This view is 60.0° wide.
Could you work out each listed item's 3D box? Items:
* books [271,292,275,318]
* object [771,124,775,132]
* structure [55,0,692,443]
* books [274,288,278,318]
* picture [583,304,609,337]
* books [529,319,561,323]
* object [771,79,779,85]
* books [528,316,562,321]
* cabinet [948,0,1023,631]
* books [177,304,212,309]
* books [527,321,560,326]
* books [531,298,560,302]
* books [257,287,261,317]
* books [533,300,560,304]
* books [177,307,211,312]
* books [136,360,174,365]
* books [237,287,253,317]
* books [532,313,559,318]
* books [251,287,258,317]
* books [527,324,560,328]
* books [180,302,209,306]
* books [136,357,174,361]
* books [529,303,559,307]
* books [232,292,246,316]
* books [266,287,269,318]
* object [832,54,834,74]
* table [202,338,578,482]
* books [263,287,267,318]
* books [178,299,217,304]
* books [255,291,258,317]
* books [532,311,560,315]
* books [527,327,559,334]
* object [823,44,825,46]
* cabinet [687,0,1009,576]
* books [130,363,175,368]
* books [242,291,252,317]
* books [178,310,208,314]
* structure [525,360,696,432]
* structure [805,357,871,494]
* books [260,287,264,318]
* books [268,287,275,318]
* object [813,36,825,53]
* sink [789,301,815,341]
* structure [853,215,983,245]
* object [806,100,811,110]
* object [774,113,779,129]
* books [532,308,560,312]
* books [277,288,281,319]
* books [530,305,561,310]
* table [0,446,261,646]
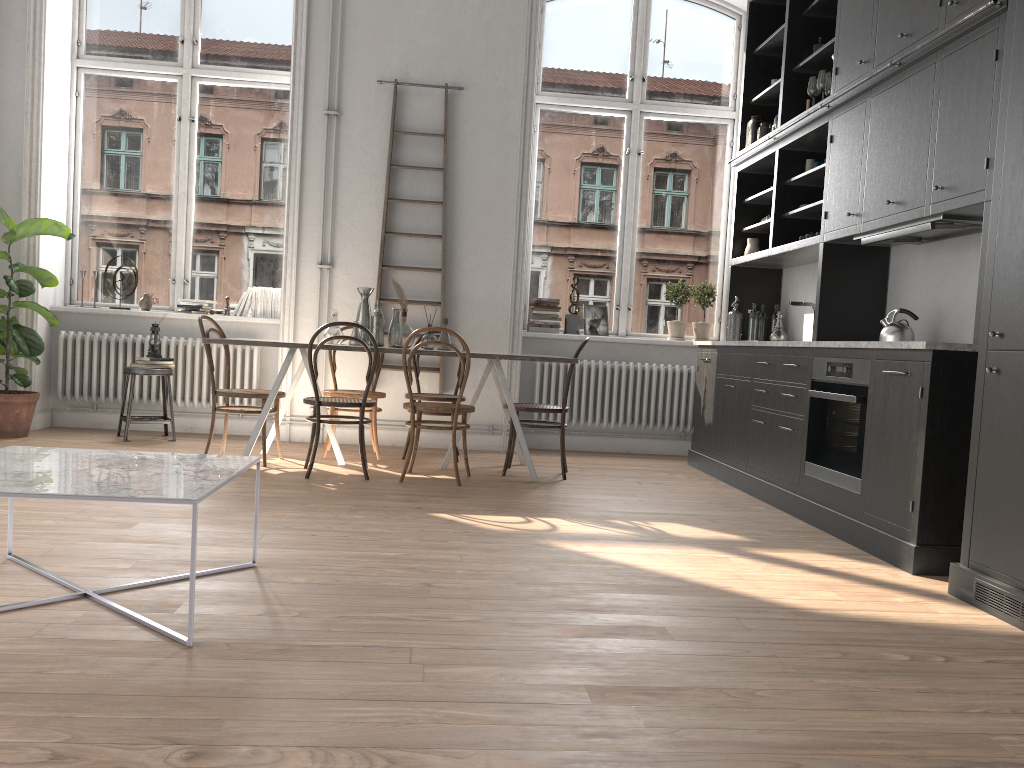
[{"bbox_3d":[-1.909,-0.630,7.136,0.020,0.205,0.155,3,3,-5],"label":"books"},{"bbox_3d":[1.893,-1.789,6.307,0.096,0.150,0.096,2,3,-17],"label":"object"},{"bbox_3d":[-0.823,-1.751,6.921,5.182,4.476,0.340,3,3,-5],"label":"structure"},{"bbox_3d":[-1.887,-0.648,7.158,0.024,0.243,0.175,3,3,-5],"label":"books"},{"bbox_3d":[0.685,-0.526,7.402,0.221,0.264,0.148,2,3,-22],"label":"picture"},{"bbox_3d":[0.269,-0.518,7.323,0.255,0.014,0.192,3,3,-2],"label":"books"},{"bbox_3d":[1.938,-2.167,6.537,0.059,0.135,0.082,4,3,23],"label":"object"},{"bbox_3d":[0.268,-0.539,7.323,0.245,0.028,0.193,3,3,-10],"label":"books"},{"bbox_3d":[2.075,-0.342,2.608,0.633,2.372,1.400,3,3,-5],"label":"cabinet"},{"bbox_3d":[-2.529,-0.614,7.067,0.221,0.023,0.147,4,3,11],"label":"books"},{"bbox_3d":[0.259,-0.499,7.308,0.249,0.023,0.175,3,3,-5],"label":"books"},{"bbox_3d":[0.276,-0.694,7.320,0.201,0.024,0.159,3,3,-15],"label":"books"},{"bbox_3d":[-2.013,-0.653,7.116,0.024,0.243,0.175,3,3,-5],"label":"books"},{"bbox_3d":[0.281,-0.672,7.312,0.205,0.020,0.155,3,3,-5],"label":"books"},{"bbox_3d":[-2.533,-0.593,7.069,0.205,0.022,0.155,4,3,15],"label":"books"},{"bbox_3d":[-2.633,-0.159,6.535,0.232,0.029,0.162,2,3,-34],"label":"books"},{"bbox_3d":[-2.134,-0.657,7.114,0.100,0.235,0.174,3,3,-5],"label":"books"},{"bbox_3d":[0.275,-0.563,7.317,0.205,0.022,0.155,4,3,9],"label":"books"},{"bbox_3d":[-2.064,-0.658,7.142,0.024,0.243,0.175,3,3,-5],"label":"books"},{"bbox_3d":[0.257,-0.476,7.309,0.249,0.023,0.175,3,3,-10],"label":"books"},{"bbox_3d":[-2.525,-0.634,7.054,0.205,0.020,0.155,3,3,-15],"label":"books"},{"bbox_3d":[-2.630,-0.182,6.535,0.147,0.027,0.221,5,3,27],"label":"books"},{"bbox_3d":[0.266,-0.651,7.312,0.231,0.023,0.162,4,3,10],"label":"books"},{"bbox_3d":[-2.175,-0.640,7.116,0.105,0.194,0.155,3,3,-6],"label":"books"},{"bbox_3d":[-1.953,-0.652,7.152,0.024,0.243,0.175,3,3,-5],"label":"books"},{"bbox_3d":[1.915,-1.797,5.202,0.094,0.267,0.116,5,4,37],"label":"object"},{"bbox_3d":[-0.764,0.153,5.789,2.200,0.780,1.099,3,3,-5],"label":"table"},{"bbox_3d":[-1.974,-0.653,7.145,0.019,0.244,0.174,3,3,-5],"label":"books"},{"bbox_3d":[-2.506,-0.660,7.075,0.243,0.019,0.174,3,3,5],"label":"books"},{"bbox_3d":[-2.037,-0.636,7.125,0.020,0.205,0.155,3,3,-5],"label":"books"},{"bbox_3d":[0.279,-0.587,7.322,0.222,0.024,0.158,3,3,-5],"label":"books"},{"bbox_3d":[0.254,-0.443,7.311,0.248,0.043,0.192,3,3,-5],"label":"books"},{"bbox_3d":[1.998,-2.119,5.687,0.041,0.125,0.053,1,4,-38],"label":"object"},{"bbox_3d":[1.885,-1.072,5.142,0.635,3.585,3.249,3,3,-5],"label":"cabinet"},{"bbox_3d":[-2.646,-0.134,6.533,0.194,0.034,0.246,5,3,35],"label":"books"},{"bbox_3d":[-2.110,-0.640,7.118,0.072,0.203,0.155,3,3,-5],"label":"books"},{"bbox_3d":[-2.540,-0.571,7.073,0.221,0.023,0.147,6,4,44],"label":"books"},{"bbox_3d":[0.905,0.091,7.253,1.577,0.552,0.194,3,3,-5],"label":"structure"},{"bbox_3d":[1.875,0.197,4.422,0.618,0.623,0.621,3,3,-5],"label":"structure"},{"bbox_3d":[-1.992,-0.653,7.126,0.019,0.244,0.174,3,3,-5],"label":"books"},{"bbox_3d":[-1.930,-0.650,7.132,0.019,0.244,0.174,3,3,-5],"label":"books"},{"bbox_3d":[2.003,-2.161,5.774,0.084,0.199,0.065,4,3,17],"label":"object"},{"bbox_3d":[1.803,-0.305,5.946,0.514,0.505,0.526,3,3,-5],"label":"sink"},{"bbox_3d":[2.066,-0.772,4.389,0.379,0.123,0.843,3,3,-5],"label":"structure"},{"bbox_3d":[1.920,-1.769,5.755,0.123,0.161,0.123,3,3,4],"label":"object"},{"bbox_3d":[1.844,-1.882,5.981,0.134,0.358,0.134,6,4,40],"label":"object"},{"bbox_3d":[0.278,-0.608,7.315,0.205,0.022,0.155,3,3,-10],"label":"books"},{"bbox_3d":[-1.860,-0.646,7.140,0.024,0.243,0.175,3,3,-5],"label":"books"},{"bbox_3d":[0.274,-0.629,7.314,0.244,0.019,0.174,3,3,-5],"label":"books"},{"bbox_3d":[-1.290,0.452,2.706,0.849,0.392,0.849,3,3,-5],"label":"table"}]
